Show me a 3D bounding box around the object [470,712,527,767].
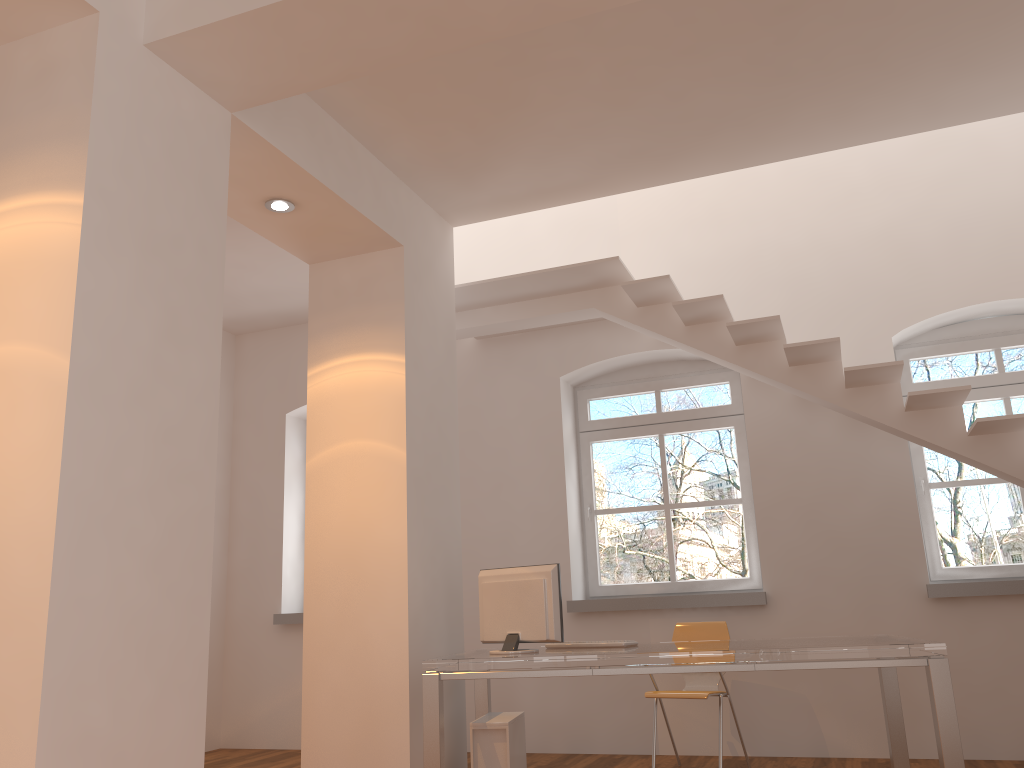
[{"bbox_3d":[-0.063,1.959,4.622,0.200,0.422,0.474,-5,-15,10],"label":"object"}]

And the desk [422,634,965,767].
[{"bbox_3d":[0.807,1.654,4.274,2.239,0.750,1.092,-5,-15,10],"label":"desk"}]

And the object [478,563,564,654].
[{"bbox_3d":[-0.004,1.129,4.446,0.245,0.418,0.516,9,-18,-38],"label":"object"}]

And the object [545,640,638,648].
[{"bbox_3d":[0.418,1.372,4.685,0.467,0.031,0.200,-11,-16,29],"label":"object"}]

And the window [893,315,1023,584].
[{"bbox_3d":[3.260,0.394,5.757,1.308,1.737,0.142,-8,-15,20],"label":"window"}]

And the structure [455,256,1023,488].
[{"bbox_3d":[1.339,0.442,4.215,4.630,3.042,3.450,-8,-15,20],"label":"structure"}]

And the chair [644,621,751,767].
[{"bbox_3d":[1.055,1.826,5.180,0.495,0.829,0.464,-12,-17,34],"label":"chair"}]

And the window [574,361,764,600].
[{"bbox_3d":[1.118,0.681,6.526,1.308,1.737,0.142,-8,-15,20],"label":"window"}]
